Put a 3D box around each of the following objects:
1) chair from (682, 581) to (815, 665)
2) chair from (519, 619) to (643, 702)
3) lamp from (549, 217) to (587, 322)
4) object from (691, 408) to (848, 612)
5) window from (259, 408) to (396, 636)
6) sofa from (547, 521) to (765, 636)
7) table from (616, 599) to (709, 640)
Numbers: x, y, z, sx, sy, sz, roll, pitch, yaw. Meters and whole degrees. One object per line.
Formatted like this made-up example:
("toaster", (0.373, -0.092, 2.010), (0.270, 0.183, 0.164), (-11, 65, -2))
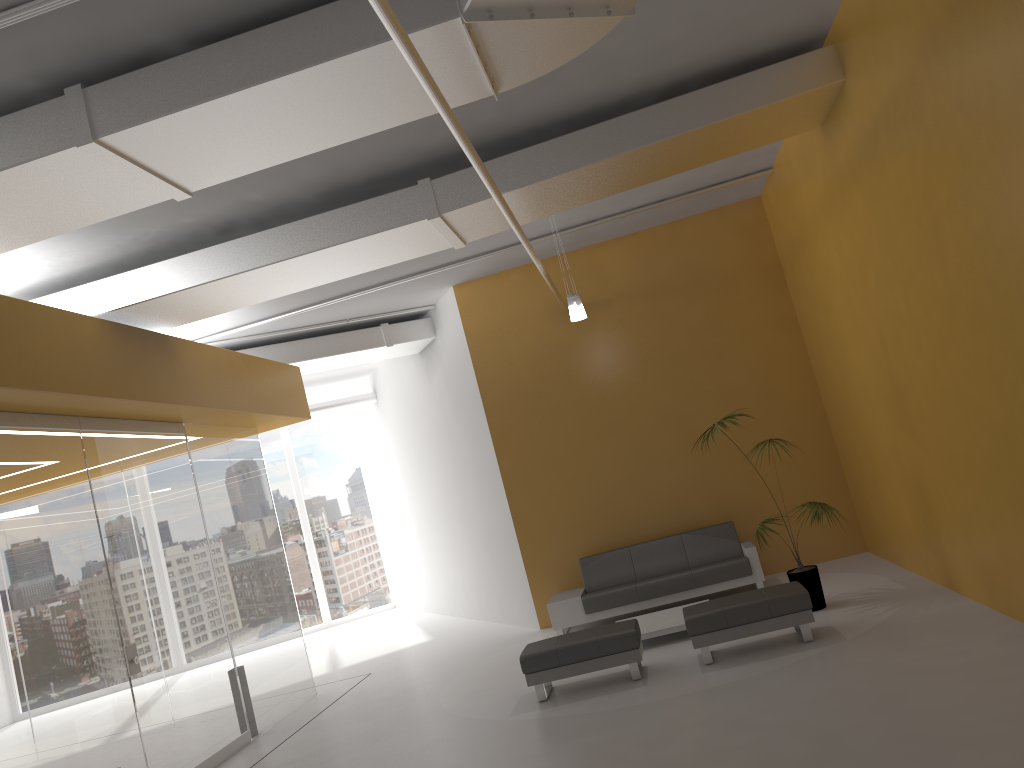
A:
("chair", (1.967, 1.980, 7.376), (1.012, 0.423, 0.575), (-15, -7, 8))
("chair", (0.625, 2.354, 7.582), (1.012, 0.423, 0.575), (-15, -7, 8))
("lamp", (0.538, -1.254, 9.205), (0.174, 1.227, 0.174), (-9, -9, -41))
("object", (2.445, 1.168, 8.305), (0.912, 1.956, 1.222), (-9, -9, -41))
("window", (-5.549, 3.037, 17.623), (8.533, 4.498, 0.100), (-12, -7, -22))
("sofa", (1.604, 2.235, 10.209), (2.400, 0.761, 0.860), (-15, -7, 8))
("table", (1.513, 2.409, 8.804), (1.000, 0.150, 1.000), (-15, -7, 8))
